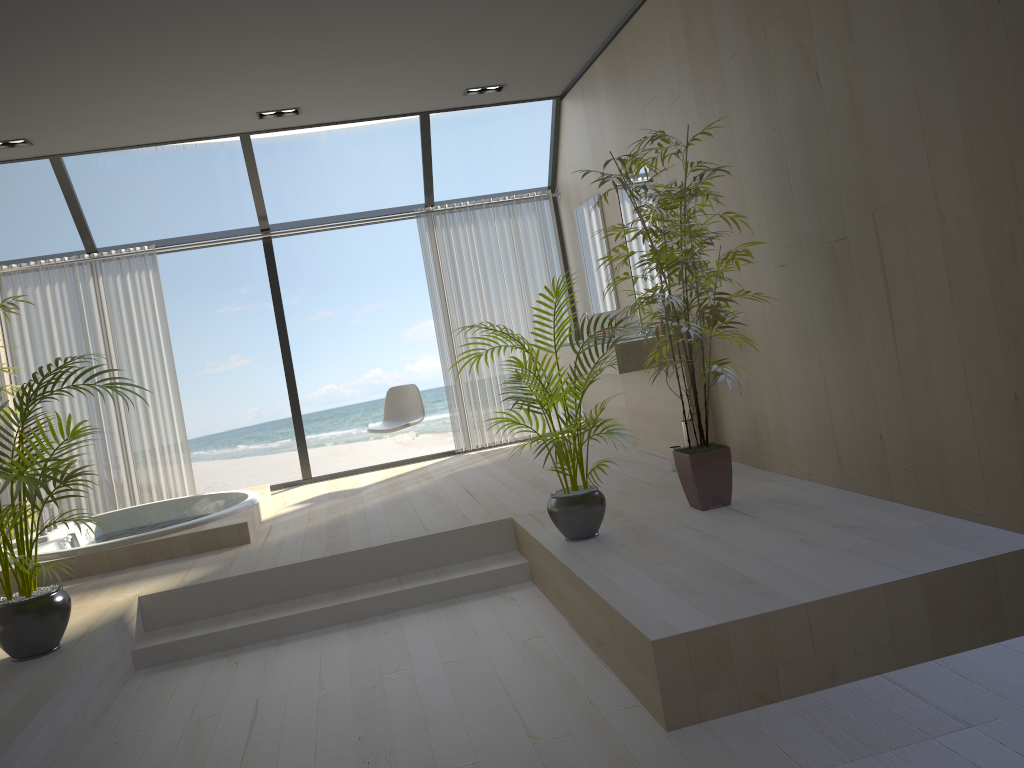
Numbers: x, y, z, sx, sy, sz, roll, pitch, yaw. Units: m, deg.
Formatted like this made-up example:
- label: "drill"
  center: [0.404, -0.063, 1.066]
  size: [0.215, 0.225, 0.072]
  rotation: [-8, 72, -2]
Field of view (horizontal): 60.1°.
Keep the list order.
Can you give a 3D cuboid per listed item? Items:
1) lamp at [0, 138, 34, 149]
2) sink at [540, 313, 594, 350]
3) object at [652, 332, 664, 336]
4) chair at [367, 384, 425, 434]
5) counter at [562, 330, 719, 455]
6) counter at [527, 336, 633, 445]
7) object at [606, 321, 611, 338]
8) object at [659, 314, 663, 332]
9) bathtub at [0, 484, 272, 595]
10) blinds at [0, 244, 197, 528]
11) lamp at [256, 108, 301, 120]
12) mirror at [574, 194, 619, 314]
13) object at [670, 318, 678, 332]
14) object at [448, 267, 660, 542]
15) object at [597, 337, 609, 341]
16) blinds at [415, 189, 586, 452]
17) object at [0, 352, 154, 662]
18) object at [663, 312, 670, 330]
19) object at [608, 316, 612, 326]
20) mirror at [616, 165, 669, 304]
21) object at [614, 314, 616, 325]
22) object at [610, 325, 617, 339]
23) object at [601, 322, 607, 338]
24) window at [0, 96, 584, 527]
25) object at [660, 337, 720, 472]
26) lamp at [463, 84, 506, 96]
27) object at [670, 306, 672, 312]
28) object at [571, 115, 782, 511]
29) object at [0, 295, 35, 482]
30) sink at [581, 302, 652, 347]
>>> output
- label: "lamp"
  center: [-3.402, -1.654, 5.929]
  size: [0.301, 0.112, 0.164]
  rotation: [-10, 2, -11]
- label: "sink"
  center: [0.464, -0.327, 6.891]
  size: [0.504, 0.419, 0.573]
  rotation: [-10, 2, -8]
- label: "object"
  center: [0.892, -0.309, 5.331]
  size: [0.104, 0.029, 0.033]
  rotation: [-8, 2, 29]
- label: "chair"
  center: [-0.914, 0.200, 6.981]
  size: [0.368, 0.347, 0.456]
  rotation: [-9, 2, 17]
- label: "counter"
  center: [0.805, 0.099, 5.750]
  size: [0.551, 0.790, 1.204]
  rotation: [-10, 2, -11]
- label: "counter"
  center: [0.573, 0.072, 6.933]
  size: [0.551, 0.790, 1.204]
  rotation: [-10, 2, -11]
- label: "object"
  center: [0.728, -0.407, 6.693]
  size: [0.039, 0.135, 0.039]
  rotation: [-10, 0, 38]
- label: "object"
  center: [0.914, -0.366, 5.406]
  size: [0.038, 0.135, 0.039]
  rotation: [-10, 0, 30]
- label: "bathtub"
  center: [-2.545, 1.001, 5.706]
  size: [1.824, 0.698, 1.646]
  rotation: [-10, 3, -11]
- label: "blinds"
  center: [-3.221, 0.022, 6.892]
  size: [1.185, 2.071, 0.084]
  rotation: [-10, 0, -11]
- label: "lamp"
  center: [-1.663, -1.969, 6.281]
  size: [0.301, 0.112, 0.164]
  rotation: [-10, 2, -11]
- label: "mirror"
  center: [0.652, -0.989, 6.902]
  size: [0.023, 0.868, 0.652]
  rotation: [-10, 1, -11]
- label: "object"
  center: [0.980, -0.356, 5.328]
  size: [0.058, 0.100, 0.058]
  rotation: [-10, 1, -1]
- label: "object"
  center: [0.162, 0.106, 3.880]
  size: [0.913, 1.157, 0.754]
  rotation: [-9, 1, 23]
- label: "object"
  center: [0.660, -0.336, 6.514]
  size: [0.104, 0.029, 0.033]
  rotation: [-8, 2, 29]
- label: "blinds"
  center: [-0.074, -0.549, 7.530]
  size: [1.185, 2.071, 0.084]
  rotation: [-10, 0, -11]
- label: "object"
  center: [-1.954, 0.395, 3.543]
  size: [1.069, 1.345, 0.870]
  rotation: [-10, 1, -23]
- label: "object"
  center: [0.960, -0.380, 5.510]
  size: [0.038, 0.135, 0.039]
  rotation: [-10, 0, 30]
- label: "object"
  center: [0.726, -0.420, 6.485]
  size: [0.012, 0.178, 0.050]
  rotation: [-10, 0, 28]
- label: "mirror"
  center: [0.878, -0.970, 5.891]
  size: [0.023, 0.868, 0.652]
  rotation: [-10, 1, -11]
- label: "object"
  center: [0.755, -0.425, 6.507]
  size: [0.053, 0.175, 0.012]
  rotation: [-10, 0, 14]
- label: "object"
  center: [0.747, -0.382, 6.511]
  size: [0.058, 0.100, 0.058]
  rotation: [-10, 1, -4]
- label: "object"
  center: [0.681, -0.393, 6.589]
  size: [0.039, 0.135, 0.039]
  rotation: [-10, 0, 38]
- label: "window"
  center: [-1.659, -0.598, 7.025]
  size: [4.569, 2.814, 0.744]
  rotation: [-10, 0, -11]
- label: "object"
  center: [1.061, 0.112, 5.049]
  size: [0.408, 0.749, 0.273]
  rotation: [-10, 0, -23]
- label: "lamp"
  center: [-0.212, -2.233, 6.576]
  size: [0.301, 0.112, 0.164]
  rotation: [-10, 2, -11]
- label: "object"
  center: [0.959, -0.394, 5.302]
  size: [0.012, 0.178, 0.050]
  rotation: [-10, 0, 28]
- label: "object"
  center: [0.829, -0.309, 4.068]
  size: [0.785, 1.756, 0.938]
  rotation: [-10, 1, 14]
- label: "object"
  center: [-2.923, 0.307, 4.455]
  size: [0.785, 1.756, 0.938]
  rotation: [-10, 1, 14]
- label: "sink"
  center: [0.696, -0.301, 5.709]
  size: [0.504, 0.419, 0.573]
  rotation: [-10, 2, -8]
